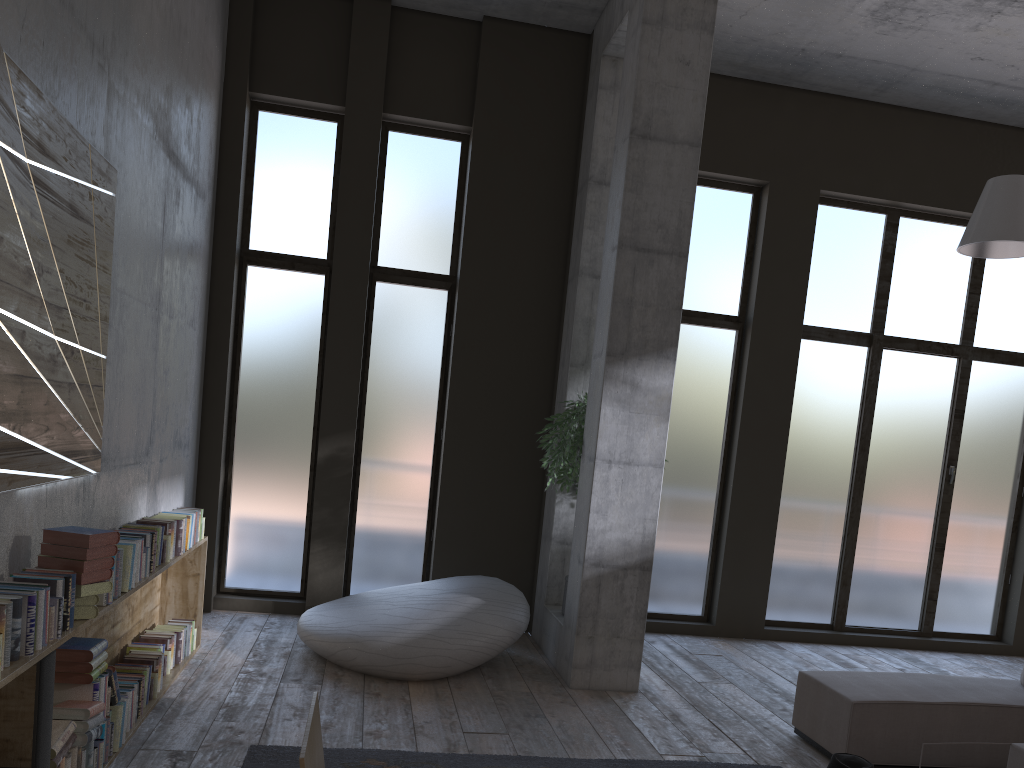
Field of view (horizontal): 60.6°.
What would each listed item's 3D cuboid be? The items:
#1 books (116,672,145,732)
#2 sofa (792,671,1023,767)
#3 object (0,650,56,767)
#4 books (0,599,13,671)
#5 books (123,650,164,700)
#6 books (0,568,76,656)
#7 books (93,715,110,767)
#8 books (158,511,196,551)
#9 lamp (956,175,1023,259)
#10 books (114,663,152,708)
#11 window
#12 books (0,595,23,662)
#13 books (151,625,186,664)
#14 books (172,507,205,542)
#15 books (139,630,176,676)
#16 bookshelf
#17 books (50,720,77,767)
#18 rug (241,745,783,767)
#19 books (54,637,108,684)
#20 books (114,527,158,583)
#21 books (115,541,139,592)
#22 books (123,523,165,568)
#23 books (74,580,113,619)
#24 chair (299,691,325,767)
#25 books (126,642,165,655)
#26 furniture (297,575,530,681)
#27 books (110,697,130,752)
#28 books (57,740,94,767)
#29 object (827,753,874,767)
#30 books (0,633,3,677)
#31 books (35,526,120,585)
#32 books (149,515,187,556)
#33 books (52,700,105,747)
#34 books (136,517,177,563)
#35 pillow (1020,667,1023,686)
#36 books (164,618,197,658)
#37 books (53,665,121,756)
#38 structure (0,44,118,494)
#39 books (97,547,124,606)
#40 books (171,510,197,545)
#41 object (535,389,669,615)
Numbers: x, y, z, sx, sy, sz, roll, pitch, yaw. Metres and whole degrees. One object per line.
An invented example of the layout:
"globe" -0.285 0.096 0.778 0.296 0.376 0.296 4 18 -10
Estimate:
"books" -2.071 1.672 4.580 0.205 0.221 0.415 5 -1 -9
"sofa" 2.524 1.830 4.240 3.017 0.791 2.982 6 -3 -9
"object" -1.887 1.373 3.274 0.273 0.766 0.150 5 5 -9
"books" -1.750 0.818 2.850 0.205 0.222 0.154 5 2 -9
"books" -2.153 1.695 5.105 0.210 0.222 0.276 5 0 -11
"books" -1.785 0.835 3.241 0.215 0.221 0.487 6 -2 -9
"books" -1.961 1.645 4.006 0.215 0.222 0.225 6 1 -9
"books" -2.135 0.932 5.567 0.190 0.230 0.247 5 1 -9
"lamp" 3.698 0.696 5.347 2.639 3.456 0.744 5 5 -22
"books" -2.126 1.683 4.876 0.190 0.230 0.198 5 2 -9
"window" 2.127 0.245 8.353 9.226 4.217 0.206 6 5 -11
"books" -1.759 0.822 2.954 0.190 0.223 0.054 5 5 -9
"books" -2.270 1.722 5.790 0.190 0.222 0.154 5 2 -9
"books" -2.202 0.958 5.976 0.171 0.222 0.275 5 0 -8
"books" -2.260 1.711 5.574 0.210 0.222 0.276 5 0 -11
"bookshelf" -1.927 1.354 3.619 0.304 0.805 5.296 5 -3 -9
"books" -1.881 1.443 3.509 0.192 0.141 0.233 6 -1 -8
"rug" 0.184 1.987 4.168 2.923 0.049 1.156 6 -3 -9
"books" -1.939 1.234 3.921 0.190 0.162 0.237 6 -1 -9
"books" -1.994 0.888 4.545 0.215 0.221 0.487 6 -2 -9
"books" -1.917 0.871 4.210 0.190 0.230 0.198 5 2 -9
"books" -2.062 0.900 4.892 0.190 0.230 0.198 5 2 -9
"books" -1.817 0.883 3.646 0.282 0.151 0.222 5 -1 38
"chair" -0.067 1.233 1.667 0.723 1.205 0.344 5 5 -9
"books" -2.231 1.698 5.330 0.190 0.230 0.198 5 2 -9
"furniture" -0.793 1.816 6.599 1.781 0.817 1.635 5 -2 28
"books" -1.995 1.657 4.281 0.190 0.230 0.198 5 2 -9
"books" -1.933 1.618 3.628 0.242 0.239 0.491 6 -2 -9
"object" 1.312 1.527 3.400 0.300 0.170 0.299 6 -1 -22
"books" -1.670 0.815 2.644 0.171 0.222 0.275 5 0 -8
"books" -1.791 0.703 3.620 0.245 0.212 0.189 6 1 12
"books" -2.101 0.923 5.353 0.190 0.222 0.154 5 2 -9
"books" -1.859 1.449 3.752 0.154 0.193 0.242 5 0 -9
"books" -2.092 0.913 5.136 0.210 0.222 0.276 5 0 -11
"pillow" 3.361 1.806 5.603 0.150 0.379 0.369 7 2 24
"books" -2.274 1.736 6.014 0.171 0.222 0.275 5 0 -8
"books" -1.977 1.542 4.089 0.215 0.452 0.448 5 1 -9
"structure" -1.635 -0.359 2.798 0.360 1.540 3.394 5 -2 -9
"books" -1.887 0.859 3.958 0.210 0.222 0.276 5 0 -11
"books" -2.166 0.948 5.764 0.154 0.223 0.154 5 2 -9
"object" 0.589 0.905 6.858 0.971 1.880 0.988 3 5 -43
